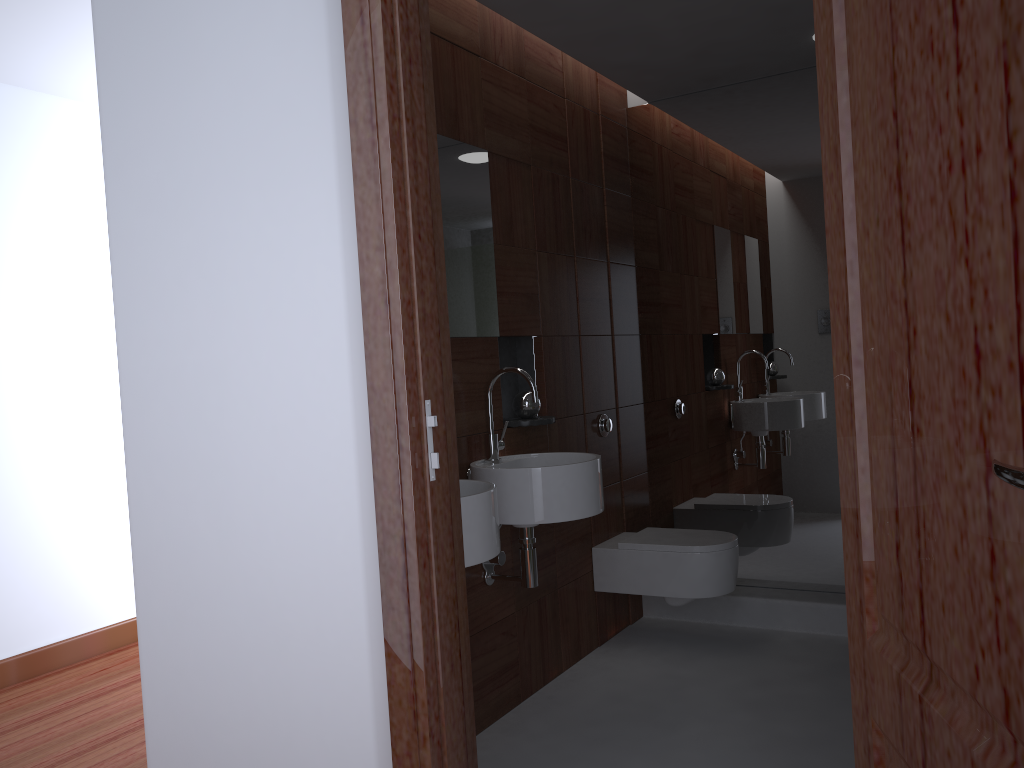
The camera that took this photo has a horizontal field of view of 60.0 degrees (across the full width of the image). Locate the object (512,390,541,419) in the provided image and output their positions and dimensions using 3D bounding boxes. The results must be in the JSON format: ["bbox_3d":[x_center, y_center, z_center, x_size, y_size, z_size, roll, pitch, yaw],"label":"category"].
[{"bbox_3d":[-0.263,0.107,2.634,0.104,0.104,1.350,-3,2,31],"label":"object"}]

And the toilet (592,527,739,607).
[{"bbox_3d":[0.647,0.759,3.595,0.547,0.284,0.329,-3,2,31],"label":"toilet"}]

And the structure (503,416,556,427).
[{"bbox_3d":[0.046,0.134,3.179,0.222,0.023,0.220,-3,1,21],"label":"structure"}]

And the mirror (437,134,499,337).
[{"bbox_3d":[-0.147,-0.471,2.898,0.010,0.635,0.316,-3,2,31],"label":"mirror"}]

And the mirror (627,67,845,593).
[{"bbox_3d":[1.218,-0.212,3.750,1.433,2.183,0.019,-3,2,31],"label":"mirror"}]

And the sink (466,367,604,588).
[{"bbox_3d":[0.077,0.298,2.807,0.417,0.715,0.415,-3,2,31],"label":"sink"}]

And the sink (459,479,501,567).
[{"bbox_3d":[-0.243,0.331,2.263,0.417,0.715,0.415,-3,2,31],"label":"sink"}]

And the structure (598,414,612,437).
[{"bbox_3d":[0.395,0.174,3.718,0.034,0.098,0.098,-3,2,31],"label":"structure"}]

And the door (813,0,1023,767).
[{"bbox_3d":[0.380,0.111,0.789,0.095,1.780,0.708,-3,1,7],"label":"door"}]
